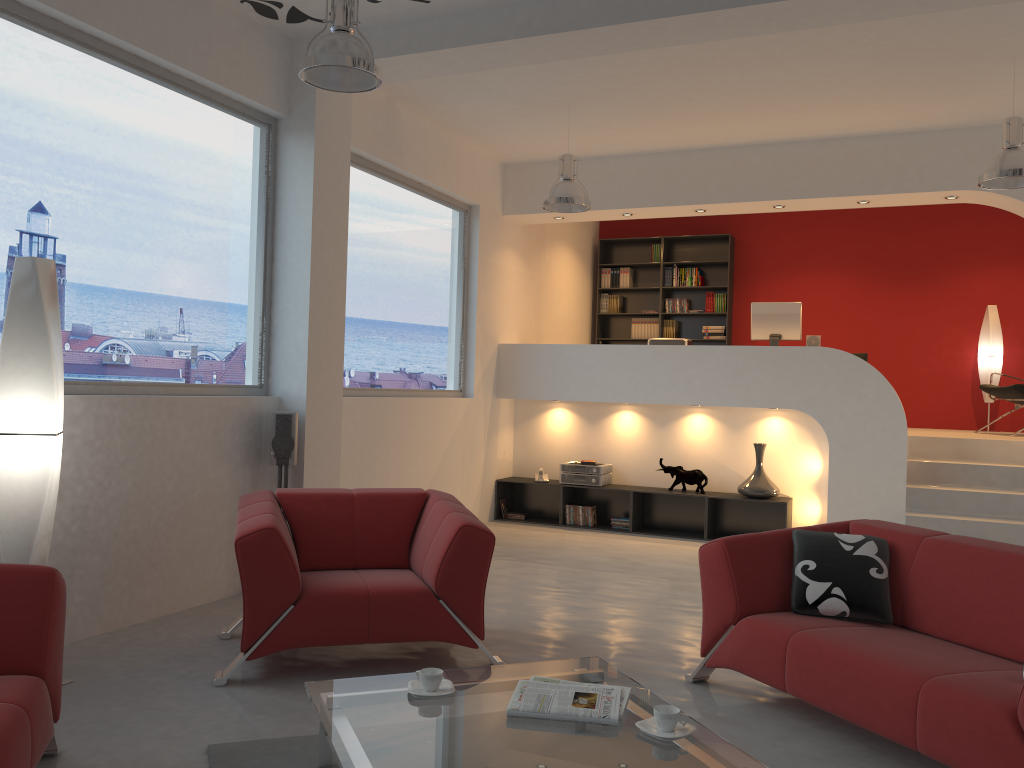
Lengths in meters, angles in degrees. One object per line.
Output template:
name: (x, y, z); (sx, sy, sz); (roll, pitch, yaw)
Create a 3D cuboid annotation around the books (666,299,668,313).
books: (1.935, -0.957, 10.984); (0.031, 0.190, 0.135); (2, 0, 24)

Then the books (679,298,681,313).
books: (2.086, -0.953, 10.917); (0.031, 0.190, 0.135); (2, 0, 24)

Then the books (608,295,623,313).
books: (1.310, -1.001, 11.251); (0.146, 0.240, 0.170); (2, 0, 24)

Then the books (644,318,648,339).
books: (1.694, -0.683, 11.063); (0.040, 0.260, 0.200); (2, 0, 24)

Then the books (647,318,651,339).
books: (1.730, -0.682, 11.047); (0.040, 0.260, 0.200); (2, 0, 24)

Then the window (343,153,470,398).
window: (-0.950, -0.793, 7.232); (0.100, 1.800, 2.400); (2, 0, 24)

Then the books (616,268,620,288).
books: (1.370, -1.325, 11.218); (0.040, 0.260, 0.200); (2, 0, 24)

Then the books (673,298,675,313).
books: (2.017, -0.955, 10.947); (0.031, 0.190, 0.135); (2, 0, 24)

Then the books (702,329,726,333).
books: (2.446, -0.631, 10.711); (0.260, 0.040, 0.200); (2, 0, 23)

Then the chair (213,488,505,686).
chair: (-0.755, 0.930, 4.345); (1.288, 0.738, 0.951); (2, 0, -16)

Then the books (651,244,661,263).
books: (1.829, -1.603, 11.033); (0.146, 0.240, 0.170); (2, 0, 24)

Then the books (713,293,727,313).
books: (2.525, -0.965, 10.713); (0.146, 0.240, 0.170); (2, 0, 24)

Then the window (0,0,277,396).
window: (-2.081, -0.842, 4.671); (0.100, 1.800, 2.400); (2, 0, 24)

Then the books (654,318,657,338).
books: (1.805, -0.680, 11.014); (0.040, 0.260, 0.200); (2, 0, 24)

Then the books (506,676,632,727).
books: (0.180, 1.011, 2.834); (0.367, 0.035, 0.345); (2, 0, 14)

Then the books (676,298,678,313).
books: (2.044, -0.954, 10.935); (0.031, 0.190, 0.135); (2, 0, 24)

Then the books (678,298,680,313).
books: (2.072, -0.953, 10.923); (0.031, 0.190, 0.135); (2, 0, 24)

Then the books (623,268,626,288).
books: (1.445, -1.323, 11.185); (0.040, 0.260, 0.200); (2, 0, 24)

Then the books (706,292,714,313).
books: (2.415, -0.976, 10.763); (0.090, 0.256, 0.181); (2, 0, 24)

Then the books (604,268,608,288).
books: (1.223, -1.330, 11.284); (0.040, 0.260, 0.200); (2, 0, 24)

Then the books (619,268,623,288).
books: (1.408, -1.324, 11.202); (0.040, 0.260, 0.200); (2, 0, 24)

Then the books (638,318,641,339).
books: (1.619, -0.686, 11.096); (0.040, 0.260, 0.200); (2, 0, 24)

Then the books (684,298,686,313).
books: (2.140, -0.951, 10.892); (0.031, 0.190, 0.135); (2, 0, 24)

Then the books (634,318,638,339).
books: (1.583, -0.687, 11.112); (0.040, 0.260, 0.200); (2, 0, 24)

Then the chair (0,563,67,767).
chair: (-1.782, 0.888, 2.330); (0.951, 0.738, 1.288); (2, 0, -16)

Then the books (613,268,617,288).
books: (1.333, -1.327, 11.235); (0.040, 0.260, 0.200); (2, 0, 24)

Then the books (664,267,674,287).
books: (1.956, -1.306, 10.972); (0.090, 0.256, 0.181); (2, 0, 24)

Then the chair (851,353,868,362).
chair: (3.300, 0.054, 9.338); (0.664, 0.795, 0.768); (2, 0, 44)

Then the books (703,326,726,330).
books: (2.453, -0.671, 10.699); (0.260, 0.040, 0.200); (2, 0, 24)

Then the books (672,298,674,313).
books: (2.003, -0.955, 10.953); (0.031, 0.190, 0.135); (2, 0, 24)

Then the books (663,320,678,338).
books: (1.961, -0.666, 10.957); (0.146, 0.240, 0.170); (2, 0, 24)

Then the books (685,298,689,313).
books: (2.154, -0.951, 10.886); (0.031, 0.190, 0.135); (2, 0, 24)

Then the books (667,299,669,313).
books: (1.948, -0.957, 10.977); (0.031, 0.190, 0.135); (2, 0, 24)

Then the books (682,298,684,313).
books: (2.113, -0.952, 10.905); (0.031, 0.190, 0.135); (2, 0, 24)

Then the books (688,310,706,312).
books: (2.265, -0.890, 10.836); (0.190, 0.015, 0.135); (2, 0, 29)

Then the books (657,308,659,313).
books: (1.852, -0.958, 11.020); (0.063, 0.187, 0.135); (2, 0, 24)

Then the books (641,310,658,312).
books: (1.719, -0.906, 11.078); (0.190, 0.015, 0.135); (2, 0, 24)

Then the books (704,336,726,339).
books: (2.466, -0.551, 10.706); (0.260, 0.040, 0.200); (2, 0, 25)

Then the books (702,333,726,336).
books: (2.449, -0.591, 10.710); (0.260, 0.040, 0.200); (2, 0, 24)

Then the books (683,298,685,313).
books: (2.127, -0.952, 10.899); (0.031, 0.190, 0.135); (2, 0, 24)

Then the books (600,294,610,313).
books: (1.201, -1.012, 11.300); (0.090, 0.256, 0.181); (2, 0, 24)

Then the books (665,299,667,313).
books: (1.921, -0.958, 10.990); (0.031, 0.190, 0.135); (2, 0, 24)

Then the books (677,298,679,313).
books: (2.058, -0.954, 10.929); (0.031, 0.190, 0.135); (2, 0, 24)

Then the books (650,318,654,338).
books: (1.768, -0.681, 11.030); (0.040, 0.260, 0.200); (2, 0, 24)

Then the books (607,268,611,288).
books: (1.259, -1.329, 11.267); (0.040, 0.260, 0.200); (2, 0, 24)

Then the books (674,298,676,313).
books: (2.031, -0.955, 10.941); (0.031, 0.190, 0.135); (2, 0, 24)

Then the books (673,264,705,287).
books: (2.164, -1.315, 10.855); (0.341, 0.286, 0.231); (2, 0, 24)

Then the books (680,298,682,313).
books: (2.099, -0.953, 10.911); (0.031, 0.190, 0.135); (2, 0, 24)

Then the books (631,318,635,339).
books: (1.545, -0.688, 11.129); (0.040, 0.260, 0.200); (2, 0, 24)

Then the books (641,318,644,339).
books: (1.656, -0.684, 11.080); (0.040, 0.260, 0.200); (2, 0, 24)

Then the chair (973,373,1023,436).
chair: (5.051, 0.105, 8.626); (0.768, 0.795, 0.664); (2, 0, -1)

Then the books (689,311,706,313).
books: (2.274, -0.875, 10.832); (0.190, 0.015, 0.135); (2, 0, 24)

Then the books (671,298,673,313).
books: (1.989, -0.956, 10.959); (0.031, 0.190, 0.135); (2, 0, 24)

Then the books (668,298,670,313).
books: (1.962, -0.957, 10.971); (0.031, 0.190, 0.135); (2, 0, 24)

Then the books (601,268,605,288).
books: (1.185, -1.331, 11.300); (0.040, 0.260, 0.200); (2, 0, 24)

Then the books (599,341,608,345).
books: (1.286, -0.392, 11.226); (0.341, 0.286, 0.231); (2, 0, 24)

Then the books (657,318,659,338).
books: (1.842, -0.679, 10.997); (0.040, 0.260, 0.200); (2, 0, 24)

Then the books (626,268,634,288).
books: (1.482, -1.322, 11.169); (0.040, 0.260, 0.200); (2, 0, 24)

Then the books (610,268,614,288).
books: (1.296, -1.328, 11.251); (0.040, 0.260, 0.200); (2, 0, 24)
